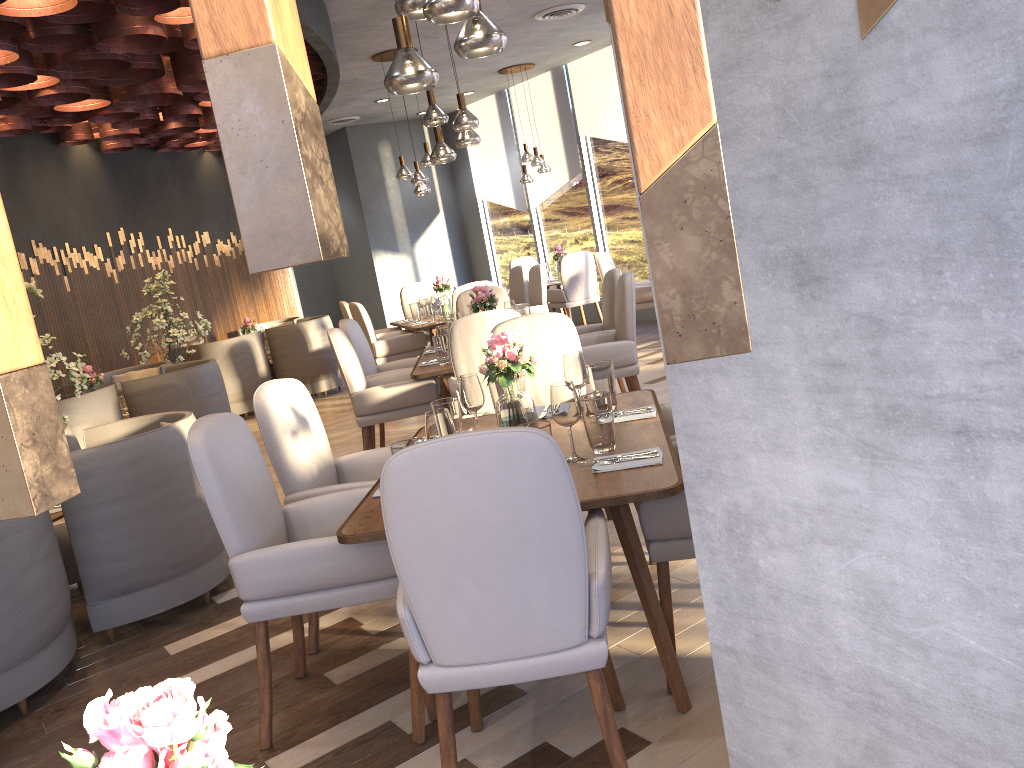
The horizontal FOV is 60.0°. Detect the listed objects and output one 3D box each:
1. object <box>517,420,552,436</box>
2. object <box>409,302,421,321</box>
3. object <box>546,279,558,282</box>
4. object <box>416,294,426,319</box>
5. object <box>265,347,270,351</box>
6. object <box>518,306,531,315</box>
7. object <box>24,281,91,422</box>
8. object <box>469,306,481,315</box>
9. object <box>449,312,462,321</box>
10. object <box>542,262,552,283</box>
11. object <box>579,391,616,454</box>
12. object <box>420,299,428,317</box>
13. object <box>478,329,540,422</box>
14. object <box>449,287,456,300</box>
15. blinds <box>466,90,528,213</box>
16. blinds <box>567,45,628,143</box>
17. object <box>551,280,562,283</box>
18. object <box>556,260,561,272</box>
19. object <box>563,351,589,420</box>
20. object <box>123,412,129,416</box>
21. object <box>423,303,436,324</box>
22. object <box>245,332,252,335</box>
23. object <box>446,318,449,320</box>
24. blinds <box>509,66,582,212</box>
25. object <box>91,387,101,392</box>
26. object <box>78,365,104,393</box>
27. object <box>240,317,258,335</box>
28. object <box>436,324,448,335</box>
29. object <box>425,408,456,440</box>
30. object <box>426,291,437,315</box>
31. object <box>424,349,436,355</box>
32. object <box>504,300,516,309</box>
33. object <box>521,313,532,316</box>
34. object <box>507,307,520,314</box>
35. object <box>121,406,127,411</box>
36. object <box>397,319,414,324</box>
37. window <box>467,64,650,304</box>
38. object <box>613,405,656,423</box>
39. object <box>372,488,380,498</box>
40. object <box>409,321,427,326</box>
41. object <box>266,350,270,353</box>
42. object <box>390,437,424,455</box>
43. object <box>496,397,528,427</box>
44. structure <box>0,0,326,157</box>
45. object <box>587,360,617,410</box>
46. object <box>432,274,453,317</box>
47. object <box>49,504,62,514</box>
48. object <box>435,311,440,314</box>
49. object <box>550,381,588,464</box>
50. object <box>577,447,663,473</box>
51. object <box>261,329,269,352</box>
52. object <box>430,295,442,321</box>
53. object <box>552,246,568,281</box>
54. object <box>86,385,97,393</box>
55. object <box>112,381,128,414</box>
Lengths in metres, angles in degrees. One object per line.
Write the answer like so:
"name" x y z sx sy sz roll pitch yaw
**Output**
"object" 0.075 0.203 2.518 0.102 0.177 0.103 -10 9 2
"object" -0.956 -0.716 8.805 0.102 0.177 0.103 -11 9 0
"object" 0.487 -1.289 10.984 0.158 0.019 0.255 -14 10 -18
"object" -0.901 -0.775 8.888 0.092 0.243 0.093 -7 9 25
"object" -2.762 -0.392 9.963 0.157 0.019 0.256 -8 10 13
"object" 0.089 -0.447 6.172 0.102 0.177 0.103 -8 9 15
"object" -2.888 0.217 5.282 0.789 1.609 0.749 -12 8 -7
"object" -0.238 -0.411 6.127 0.092 0.243 0.092 -13 9 -18
"object" -0.365 -0.361 5.979 0.093 0.243 0.092 -18 11 -41
"object" 0.427 -1.362 10.810 0.092 0.243 0.093 -11 8 1
"object" 0.272 0.122 2.763 0.102 0.177 0.103 -8 9 15
"object" -0.904 -0.785 9.138 0.103 0.177 0.102 -18 11 -39
"object" -0.001 0.026 2.931 0.210 0.414 0.199 -5 10 33
"object" -0.590 -0.873 9.113 0.093 0.243 0.092 -18 11 -43
"blinds" -0.363 -3.652 12.372 0.007 2.669 1.174 -16 10 -33
"blinds" 0.981 -3.979 10.258 0.007 2.669 1.174 -16 10 -33
"object" 0.559 -1.210 10.462 0.158 0.019 0.256 -14 10 -17
"object" 0.582 -1.355 10.603 0.093 0.243 0.092 -18 11 -42
"object" 0.244 0.004 3.268 0.092 0.243 0.092 -16 10 -33
"object" -2.827 0.207 6.652 0.255 0.019 0.158 -10 10 5
"object" -0.766 -0.657 8.266 0.102 0.177 0.103 -6 10 29
"object" -2.901 -0.459 9.837 0.092 0.243 0.092 -12 9 -12
"object" -0.518 -0.621 8.264 0.158 0.019 0.255 -14 10 -20
"blinds" 0.349 -3.605 11.346 0.007 2.669 1.174 -16 10 -33
"object" -3.042 0.151 6.539 0.093 0.243 0.092 -18 11 -39
"object" -3.144 0.060 6.664 0.198 0.414 0.210 -14 9 -21
"object" -2.855 -0.527 9.674 0.198 0.414 0.211 -12 9 -11
"object" -0.444 -0.302 5.920 0.102 0.177 0.103 -8 9 16
"object" -0.202 0.199 2.646 0.093 0.243 0.092 -17 11 -37
"object" -0.823 -0.821 9.067 0.092 0.243 0.092 -13 9 -13
"object" -0.481 -0.243 6.088 0.255 0.019 0.158 -11 10 0
"object" -0.001 -0.451 6.101 0.092 0.243 0.092 -14 9 -20
"object" 0.110 -0.350 5.605 0.102 0.177 0.103 -8 9 15
"object" 0.020 -0.355 5.534 0.092 0.243 0.093 -8 9 19
"object" -3.090 0.202 6.959 0.157 0.019 0.256 -10 10 4
"object" -1.037 -0.645 8.953 0.255 0.019 0.158 -14 10 -16
"window" 2.089 -1.657 4.542 8.052 3.184 16.215 -9 10 11
"object" 0.388 0.110 3.172 0.255 0.019 0.158 -9 10 9
"object" -0.302 0.310 2.776 0.255 0.019 0.158 -9 10 10
"object" -0.846 -0.586 8.414 0.255 0.019 0.158 -14 10 -16
"object" -2.567 -0.367 9.616 0.255 0.019 0.158 -8 10 14
"object" -0.291 0.257 2.601 0.102 0.177 0.103 -5 11 36
"object" 0.011 0.165 2.606 0.092 0.243 0.092 -13 9 -13
"structure" -2.770 -2.309 6.336 2.756 0.554 9.495 -11 10 -4
"object" 0.344 0.009 3.324 0.102 0.177 0.103 -8 9 15
"object" -0.669 -0.872 8.714 0.210 0.414 0.198 -14 9 -21
"object" -2.050 0.550 3.883 0.255 0.019 0.158 -13 10 -12
"object" -0.754 -0.749 9.239 0.158 0.019 0.256 -13 10 -15
"object" 0.173 0.117 2.707 0.092 0.243 0.093 -5 10 33
"object" 0.316 0.223 2.612 0.255 0.019 0.158 -9 10 9
"object" -2.698 -0.477 9.723 0.092 0.243 0.093 -4 11 39
"object" -0.710 -0.715 8.348 0.092 0.243 0.092 -13 9 -14
"object" 0.593 -1.470 10.747 0.198 0.414 0.211 -12 9 -11
"object" -3.208 0.134 6.814 0.092 0.243 0.093 -6 10 29
"object" -2.977 0.103 6.741 0.092 0.243 0.093 -7 9 25
